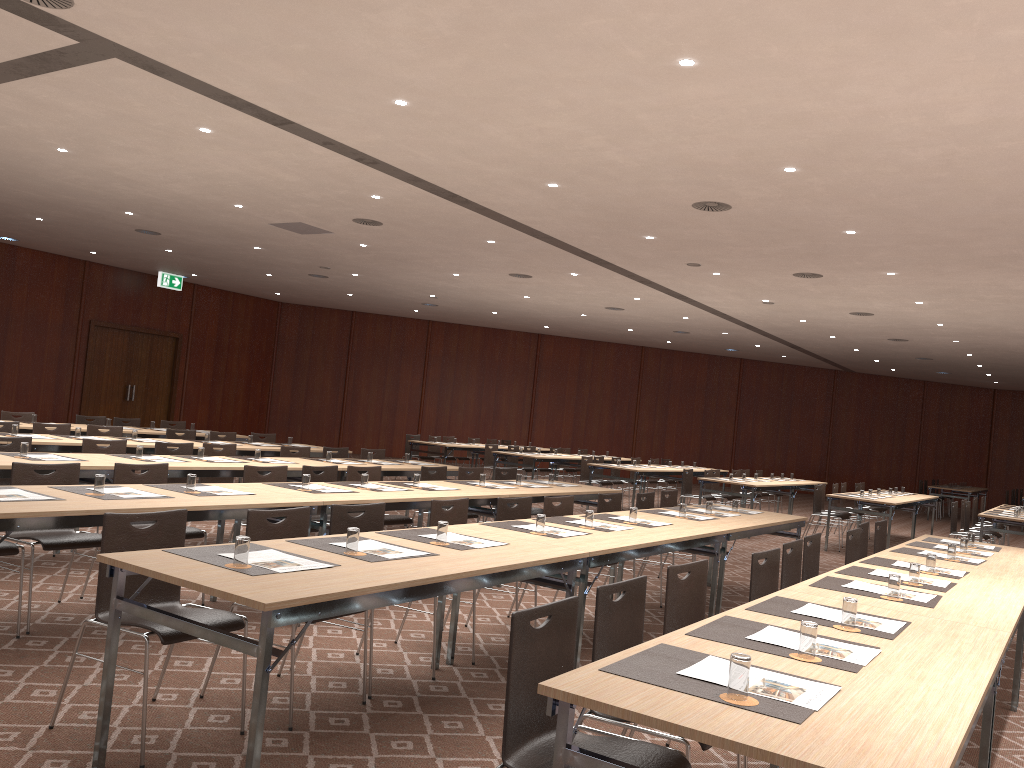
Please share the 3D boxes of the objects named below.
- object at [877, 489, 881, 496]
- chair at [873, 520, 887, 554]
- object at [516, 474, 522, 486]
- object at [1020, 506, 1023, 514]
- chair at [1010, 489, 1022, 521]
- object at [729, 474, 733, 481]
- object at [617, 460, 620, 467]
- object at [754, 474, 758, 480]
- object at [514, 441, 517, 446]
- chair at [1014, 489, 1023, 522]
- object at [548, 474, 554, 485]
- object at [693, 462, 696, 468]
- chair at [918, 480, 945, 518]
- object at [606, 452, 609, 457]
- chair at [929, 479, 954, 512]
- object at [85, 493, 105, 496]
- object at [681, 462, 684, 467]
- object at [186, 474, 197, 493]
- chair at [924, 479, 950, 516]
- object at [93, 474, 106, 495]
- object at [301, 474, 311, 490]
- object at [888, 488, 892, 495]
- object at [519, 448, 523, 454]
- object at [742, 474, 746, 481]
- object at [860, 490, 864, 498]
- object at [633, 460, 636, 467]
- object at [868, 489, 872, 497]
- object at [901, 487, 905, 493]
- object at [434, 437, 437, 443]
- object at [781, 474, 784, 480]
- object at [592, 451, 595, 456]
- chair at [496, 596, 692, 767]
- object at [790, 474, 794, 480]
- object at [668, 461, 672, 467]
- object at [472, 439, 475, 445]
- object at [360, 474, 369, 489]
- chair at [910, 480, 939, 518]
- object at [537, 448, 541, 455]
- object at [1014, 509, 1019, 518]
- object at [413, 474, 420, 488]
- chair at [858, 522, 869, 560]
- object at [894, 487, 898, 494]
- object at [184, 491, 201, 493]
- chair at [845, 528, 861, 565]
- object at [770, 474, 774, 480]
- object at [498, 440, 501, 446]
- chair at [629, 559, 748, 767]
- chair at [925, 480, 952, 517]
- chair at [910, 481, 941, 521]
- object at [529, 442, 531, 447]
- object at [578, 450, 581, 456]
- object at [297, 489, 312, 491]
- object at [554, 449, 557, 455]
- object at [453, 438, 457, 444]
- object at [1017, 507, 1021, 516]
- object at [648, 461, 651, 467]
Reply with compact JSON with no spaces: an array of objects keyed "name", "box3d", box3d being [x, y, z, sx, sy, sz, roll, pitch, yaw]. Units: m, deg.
[{"name":"object","box3d":[5.877,1.736,14.208,0.054,0.114,0.054,5,-2,22]},{"name":"chair","box3d":[3.312,1.669,7.632,0.613,0.939,0.536,5,-2,35]},{"name":"object","box3d":[0.069,0.959,8.891,0.054,0.114,0.054,6,-2,-23]},{"name":"object","box3d":[7.552,1.867,13.129,0.054,0.114,0.054,6,-2,-1]},{"name":"chair","box3d":[13.555,3.269,23.513,0.613,0.939,0.536,5,-2,34]},{"name":"object","box3d":[3.512,1.496,14.212,0.054,0.114,0.054,5,-2,22]},{"name":"object","box3d":[1.838,1.365,15.298,0.054,0.114,0.054,5,-2,22]},{"name":"object","box3d":[4.211,1.605,15.303,0.054,0.114,0.054,5,-2,22]},{"name":"object","box3d":[0.073,1.350,19.941,0.054,0.114,0.054,6,-2,-1]},{"name":"chair","box3d":[13.899,3.319,23.914,0.613,0.939,0.536,5,-2,36]},{"name":"object","box3d":[0.419,1.014,9.447,0.054,0.114,0.054,6,-2,-1]},{"name":"object","box3d":[3.766,1.666,18.284,0.054,0.114,0.054,6,-2,-1]},{"name":"chair","box3d":[10.955,2.993,23.162,0.613,0.939,0.536,5,-2,34]},{"name":"object","box3d":[2.087,1.534,19.384,0.054,0.114,0.054,6,-2,-1]},{"name":"chair","box3d":[12.193,3.187,25.082,0.613,0.939,0.536,5,-2,31]},{"name":"object","box3d":[-2.391,0.632,5.084,0.102,0.001,0.102,5,-2,22]},{"name":"object","box3d":[3.410,1.610,17.742,0.054,0.114,0.054,6,-2,-1]},{"name":"object","box3d":[-2.037,0.630,5.631,0.054,0.114,0.054,6,-2,-23]},{"name":"chair","box3d":[11.835,3.134,24.608,0.613,0.939,0.536,5,-2,30]},{"name":"object","box3d":[-2.371,0.577,5.098,0.054,0.114,0.054,6,-2,-23]},{"name":"object","box3d":[-1.497,0.713,6.447,0.054,0.114,0.054,6,-2,-23]},{"name":"object","box3d":[6.410,1.818,15.020,0.054,0.114,0.054,6,-2,-1]},{"name":"object","box3d":[0.167,1.234,16.386,0.054,0.114,0.054,5,-2,22]},{"name":"object","box3d":[3.860,1.550,14.748,0.054,0.114,0.054,5,-2,22]},{"name":"object","box3d":[5.180,1.626,13.120,0.054,0.114,0.054,5,-2,22]},{"name":"object","box3d":[2.190,1.420,15.843,0.054,0.114,0.054,5,-2,22]},{"name":"object","box3d":[5.522,1.680,13.665,0.054,0.114,0.054,5,-2,22]},{"name":"object","box3d":[7.105,1.928,16.118,0.054,0.114,0.054,6,-2,-1]},{"name":"object","box3d":[-1.508,1.103,17.484,0.054,0.114,0.054,5,-2,22]},{"name":"object","box3d":[5.079,1.741,16.660,0.054,0.114,0.054,6,-2,-1]},{"name":"object","box3d":[1.733,1.479,18.842,0.054,0.114,0.054,6,-2,-1]},{"name":"chair","box3d":[0.205,1.181,2.739,0.613,0.939,0.536,5,-2,32]},{"name":"object","box3d":[5.430,1.796,17.200,0.054,0.114,0.054,6,-2,-1]},{"name":"object","box3d":[3.067,1.557,17.204,0.054,0.114,0.054,6,-2,-1]},{"name":"object","box3d":[-0.801,1.213,18.577,0.054,0.114,0.054,5,-2,22]},{"name":"object","box3d":[-1.164,0.766,6.994,0.054,0.114,0.054,6,-2,-23]},{"name":"chair","box3d":[10.595,2.940,22.686,0.613,0.939,0.536,5,-2,30]},{"name":"object","box3d":[0.516,1.289,16.950,0.054,0.114,0.054,5,-2,22]},{"name":"object","box3d":[6.840,1.756,12.027,0.054,0.114,0.054,6,-2,-1]},{"name":"object","box3d":[-0.811,0.822,7.542,0.054,0.114,0.054,6,-2,-23]},{"name":"chair","box3d":[2.993,1.621,7.203,0.613,0.939,0.536,5,-2,31]},{"name":"object","box3d":[6.741,1.871,15.569,0.054,0.114,0.054,6,-2,-1]},{"name":"object","box3d":[-2.031,0.688,5.634,0.102,0.001,0.102,5,-2,22]},{"name":"chair","box3d":[2.644,1.562,6.519,0.613,0.939,0.536,5,-2,33]},{"name":"object","box3d":[4.727,1.686,16.115,0.054,0.114,0.054,6,-2,-1]},{"name":"object","box3d":[-0.282,1.294,19.392,0.054,0.114,0.054,6,-2,-1]},{"name":"chair","box3d":[0.893,1.293,3.947,0.613,0.939,0.536,5,-2,36]},{"name":"chair","box3d":[11.556,3.083,23.962,0.613,0.939,0.536,5,-2,31]},{"name":"chair","box3d":[10.305,2.887,22.023,0.613,0.939,0.536,5,-2,35]},{"name":"object","box3d":[0.417,1.404,20.483,0.054,0.114,0.054,6,-2,-1]},{"name":"object","box3d":[1.384,1.424,18.292,0.054,0.114,0.054,6,-2,-1]},{"name":"object","box3d":[-1.507,0.770,6.444,0.102,0.001,0.102,5,-2,22]},{"name":"object","box3d":[0.864,1.343,17.484,0.054,0.114,0.054,5,-2,22]},{"name":"object","box3d":[-1.158,1.158,18.041,0.054,0.114,0.054,5,-2,22]},{"name":"object","box3d":[7.189,1.811,12.581,0.054,0.114,0.054,6,-2,-1]},{"name":"object","box3d":[2.539,1.474,16.389,0.054,0.114,0.054,5,-2,22]}]
